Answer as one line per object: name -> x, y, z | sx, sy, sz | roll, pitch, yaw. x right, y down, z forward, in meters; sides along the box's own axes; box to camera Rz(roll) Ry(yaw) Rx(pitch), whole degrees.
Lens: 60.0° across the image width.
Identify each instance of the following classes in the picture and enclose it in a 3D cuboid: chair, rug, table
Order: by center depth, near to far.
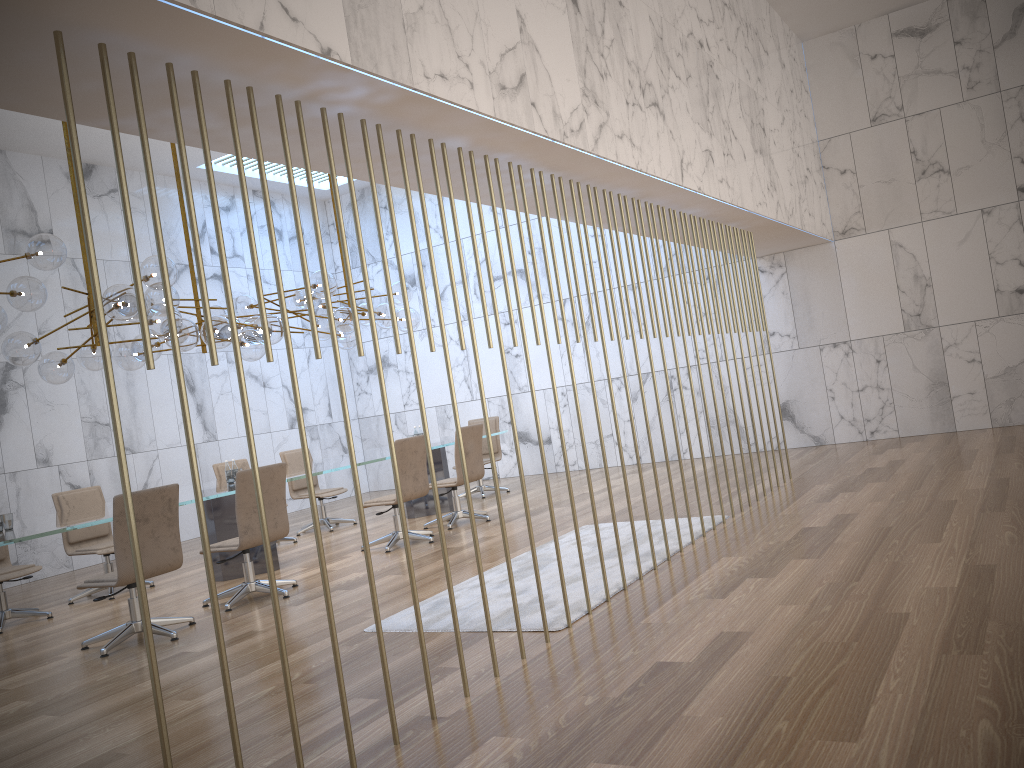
chair -> -2.540, 1.218, 5.929 | 0.697, 1.000, 0.726 | -9, -1, 31
rug -> 0.438, 1.243, 6.148 | 1.320, 0.034, 3.025 | -9, -1, 30
chair -> -2.033, 1.150, 6.788 | 0.697, 1.000, 0.726 | -9, -1, 31
chair -> -4.282, 1.511, 7.334 | 0.697, 1.000, 0.726 | -9, -1, 30
table -> -2.494, 1.320, 8.172 | 2.092, 0.835, 7.924 | -9, -1, 31
chair -> -3.781, 1.444, 8.183 | 0.697, 1.000, 0.726 | -9, -1, 30
chair -> -1.095, 1.025, 8.378 | 0.697, 1.000, 0.726 | -9, -1, 31
chair -> -0.591, 0.958, 9.231 | 0.697, 1.000, 0.726 | -9, -1, 31
chair -> -2.845, 1.320, 9.769 | 0.697, 1.000, 0.726 | -9, -1, 30
chair -> -2.338, 1.252, 10.629 | 0.697, 1.000, 0.726 | -9, -1, 30
chair -> -0.450, 0.970, 11.659 | 0.726, 1.000, 0.697 | -9, -1, 31

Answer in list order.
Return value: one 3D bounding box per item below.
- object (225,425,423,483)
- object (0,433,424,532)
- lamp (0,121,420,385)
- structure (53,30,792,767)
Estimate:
object -> -2.425, 0.782, 8.463 | 0.124, 0.213, 5.189 | -9, -1, 31
object -> -2.383, 0.824, 8.426 | 0.183, 0.117, 5.112 | -9, -1, 31
lamp -> -2.993, -1.450, 8.110 | 1.557, 2.716, 5.672 | -9, -1, 31
structure -> 0.716, -0.038, 5.612 | 0.023, 2.456, 7.223 | -9, -1, 31
